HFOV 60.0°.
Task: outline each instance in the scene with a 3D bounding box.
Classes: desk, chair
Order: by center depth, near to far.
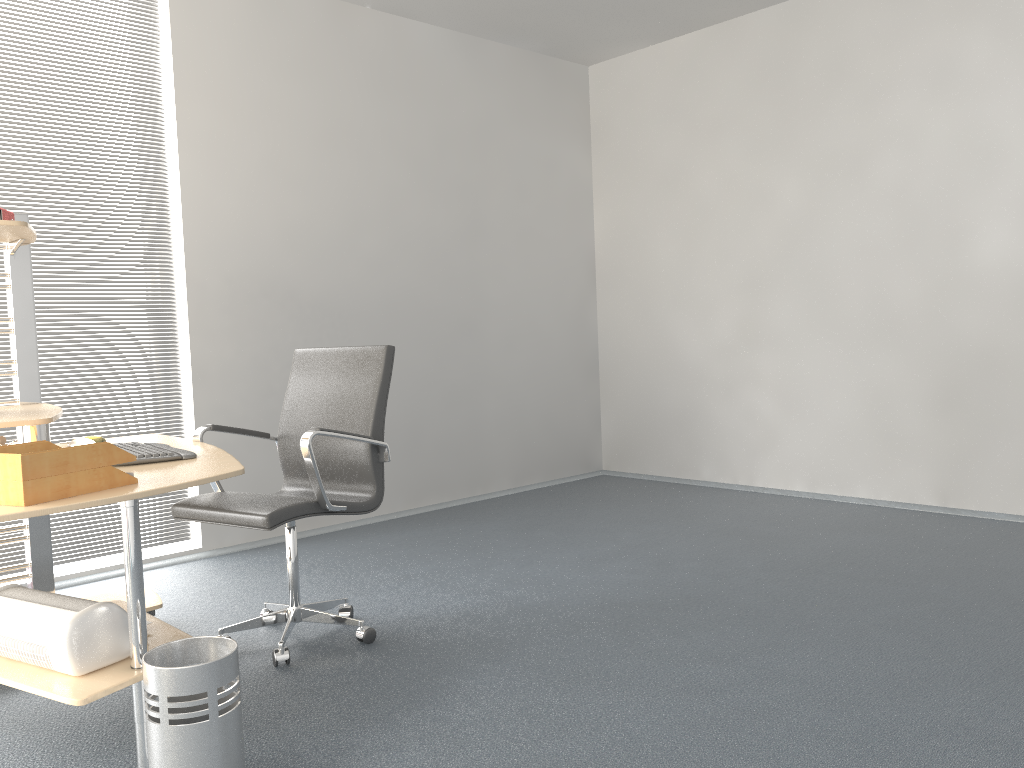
[{"bbox_3d":[-1.279,0.189,2.672,0.967,1.566,1.469,-5,4,-43],"label":"desk"},{"bbox_3d":[-0.789,0.399,3.178,0.584,1.048,0.652,0,4,33],"label":"chair"}]

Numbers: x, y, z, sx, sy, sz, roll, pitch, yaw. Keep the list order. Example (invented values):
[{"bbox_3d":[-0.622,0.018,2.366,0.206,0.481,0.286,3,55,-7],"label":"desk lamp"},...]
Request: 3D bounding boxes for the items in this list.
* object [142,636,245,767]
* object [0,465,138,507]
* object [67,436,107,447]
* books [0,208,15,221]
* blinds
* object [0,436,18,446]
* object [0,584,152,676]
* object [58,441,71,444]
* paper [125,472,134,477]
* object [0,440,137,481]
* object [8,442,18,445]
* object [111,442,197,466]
[{"bbox_3d":[-0.734,0.804,2.057,0.208,0.377,0.208,-2,3,0],"label":"object"},{"bbox_3d":[-1.110,0.231,2.138,0.225,0.060,0.309,-1,4,26],"label":"object"},{"bbox_3d":[-1.537,0.205,3.210,0.132,0.026,0.132,-5,4,-43],"label":"object"},{"bbox_3d":[-1.774,-0.530,2.813,0.262,0.072,0.320,-3,3,-11],"label":"books"},{"bbox_3d":[-2.408,-0.522,3.792,1.950,2.770,0.022,-5,4,-43],"label":"blinds"},{"bbox_3d":[-1.671,0.206,2.956,0.159,0.064,0.054,-2,3,14],"label":"object"},{"bbox_3d":[-1.156,0.620,2.375,0.438,0.162,0.351,0,4,31],"label":"object"},{"bbox_3d":[-1.595,0.212,3.269,0.011,0.011,0.158,1,4,44],"label":"object"},{"bbox_3d":[-1.109,0.243,2.140,0.210,0.019,0.297,-1,4,26],"label":"paper"},{"bbox_3d":[-1.112,0.175,2.135,0.225,0.060,0.309,-1,4,26],"label":"object"},{"bbox_3d":[-1.667,0.211,3.062,0.134,0.042,0.022,-2,3,-1],"label":"object"},{"bbox_3d":[-1.398,0.257,2.633,0.814,0.082,0.478,-5,4,-36],"label":"object"}]
